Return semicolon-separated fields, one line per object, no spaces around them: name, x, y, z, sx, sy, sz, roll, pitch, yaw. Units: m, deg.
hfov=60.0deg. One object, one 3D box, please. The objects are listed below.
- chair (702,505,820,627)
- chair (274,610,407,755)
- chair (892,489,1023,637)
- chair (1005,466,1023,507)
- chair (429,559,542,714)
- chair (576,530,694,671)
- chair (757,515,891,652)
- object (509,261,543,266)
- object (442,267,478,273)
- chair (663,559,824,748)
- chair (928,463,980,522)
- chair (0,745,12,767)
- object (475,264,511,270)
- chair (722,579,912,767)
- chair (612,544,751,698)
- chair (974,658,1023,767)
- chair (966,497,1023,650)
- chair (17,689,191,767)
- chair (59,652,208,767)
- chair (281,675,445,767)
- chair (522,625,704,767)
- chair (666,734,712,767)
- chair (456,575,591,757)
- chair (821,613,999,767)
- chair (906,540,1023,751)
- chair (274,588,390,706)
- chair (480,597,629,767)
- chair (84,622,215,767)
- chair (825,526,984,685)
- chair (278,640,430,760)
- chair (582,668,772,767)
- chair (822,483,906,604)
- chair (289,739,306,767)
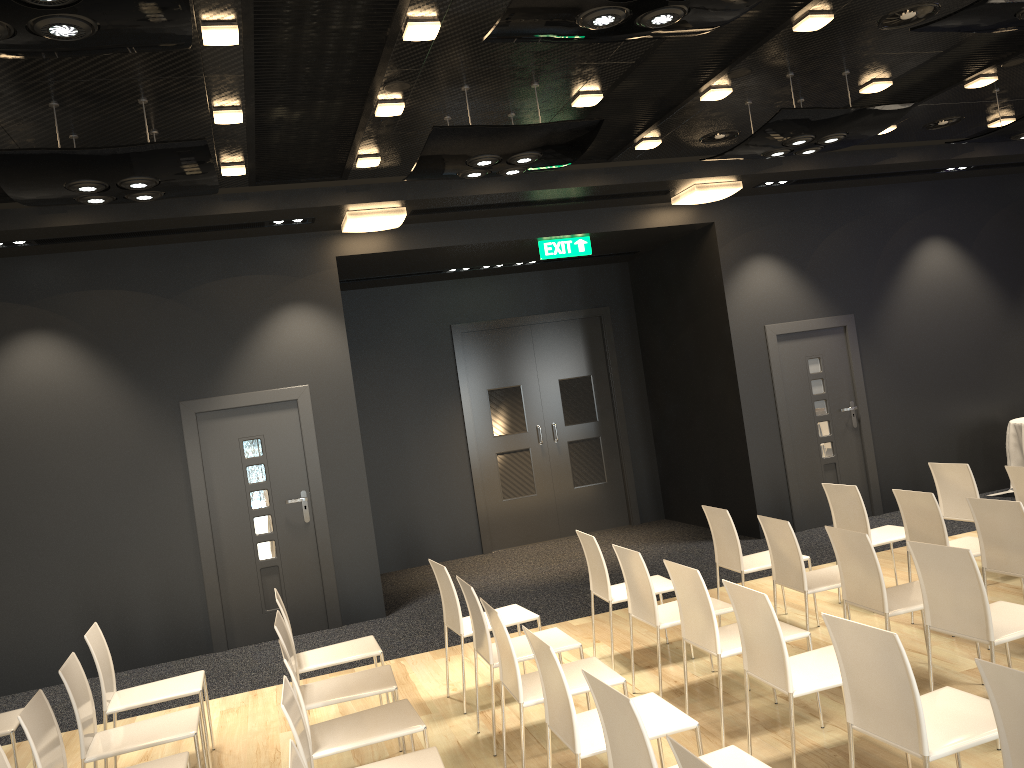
chair;1.677;1.227;6.031;0.548;0.872;0.420;-8;-1;-14
chair;-0.869;1.569;4.513;0.548;0.872;0.420;-8;-1;-13
chair;2.799;1.060;5.569;0.548;0.872;0.420;-8;-1;-14
chair;3.679;0.938;5.847;0.548;0.872;0.420;-8;-1;-12
chair;-0.151;1.480;5.463;0.548;0.872;0.420;-8;-1;-20
chair;0.782;1.351;5.737;0.548;0.872;0.420;-8;-1;-14
chair;1.862;1.191;5.314;0.548;0.872;0.420;-8;-1;-13
object;0.162;-1.389;10.113;0.389;0.028;0.166;-8;-1;-16
object;-0.584;-1.285;9.894;0.389;0.028;0.166;-8;-1;-16
chair;1.137;1.281;4.421;0.548;0.872;0.420;-8;-1;-16
chair;3.488;0.976;6.552;0.548;0.872;0.420;-8;-1;-19
chair;-1.448;1.631;3.004;0.548;0.872;0.420;-8;-1;-17
object;-0.211;-1.337;10.004;0.389;0.028;0.166;-8;-1;-16
chair;1.292;1.251;3.809;0.548;0.872;0.420;-8;-1;-15
chair;0.948;1.317;5.046;0.548;0.872;0.420;-8;-1;-17
chair;1.699;1.174;2.454;0.548;0.872;0.420;-8;-1;-18
chair;2.948;1.030;4.942;0.548;0.872;0.420;-8;-1;-18
chair;-1.609;1.662;3.604;0.548;0.872;0.420;-8;-1;-17
chair;-1.779;1.695;4.235;0.548;0.872;0.420;-8;-1;-18
chair;-0.513;1.501;3.268;0.548;0.872;0.420;-8;-1;-13
chair;0.406;1.373;3.517;0.548;0.872;0.420;-8;-1;-16
chair;0.768;1.303;2.212;0.548;0.872;0.420;-8;-1;-16
chair;0.057;1.441;4.774;0.548;0.872;0.420;-8;-1;-16
chair;1.489;1.213;3.118;0.548;0.872;0.420;-8;-1;-19
chair;2.224;1.122;4.082;0.548;0.872;0.420;-8;-1;-19
chair;-1.052;1.605;5.189;0.548;0.872;0.420;-8;-1;-17
chair;0.208;1.410;4.137;0.548;0.872;0.420;-8;-1;-15
chair;-1.999;1.737;4.931;0.548;0.872;0.420;-8;-1;-17
chair;2.053;1.154;4.679;0.548;0.872;0.420;-8;-1;-13
chair;-0.680;1.534;3.887;0.548;0.872;0.420;-8;-1;-18
chair;0.602;1.336;2.868;0.548;0.872;0.420;-8;-1;-19
chair;2.596;1.099;6.280;0.548;0.872;0.420;-8;-1;-18
chair;-0.313;1.463;2.568;0.548;0.872;0.420;-8;-1;-14
